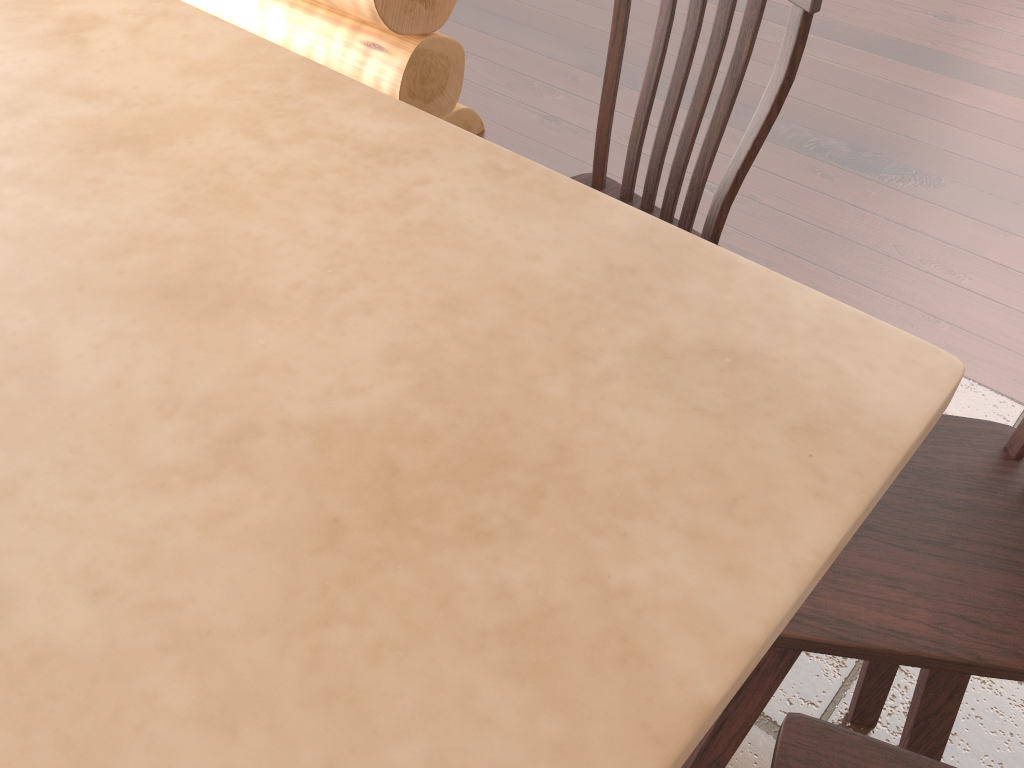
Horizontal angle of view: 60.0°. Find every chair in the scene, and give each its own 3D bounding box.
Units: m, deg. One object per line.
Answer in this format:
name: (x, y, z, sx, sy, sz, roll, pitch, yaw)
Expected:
chair: (0.133, -0.096, 1.672, 0.504, 1.319, 0.406, -30, 52, -25)
chair: (0.446, 0.676, 0.903, 0.504, 1.319, 0.406, 15, 48, 16)
chair: (0.512, 0.307, 1.266, 0.504, 1.319, 0.406, 7, 46, 8)

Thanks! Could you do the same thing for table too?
table: (-1.199, -0.006, 1.651, 3.220, 1.257, 1.196, 32, 54, 28)
